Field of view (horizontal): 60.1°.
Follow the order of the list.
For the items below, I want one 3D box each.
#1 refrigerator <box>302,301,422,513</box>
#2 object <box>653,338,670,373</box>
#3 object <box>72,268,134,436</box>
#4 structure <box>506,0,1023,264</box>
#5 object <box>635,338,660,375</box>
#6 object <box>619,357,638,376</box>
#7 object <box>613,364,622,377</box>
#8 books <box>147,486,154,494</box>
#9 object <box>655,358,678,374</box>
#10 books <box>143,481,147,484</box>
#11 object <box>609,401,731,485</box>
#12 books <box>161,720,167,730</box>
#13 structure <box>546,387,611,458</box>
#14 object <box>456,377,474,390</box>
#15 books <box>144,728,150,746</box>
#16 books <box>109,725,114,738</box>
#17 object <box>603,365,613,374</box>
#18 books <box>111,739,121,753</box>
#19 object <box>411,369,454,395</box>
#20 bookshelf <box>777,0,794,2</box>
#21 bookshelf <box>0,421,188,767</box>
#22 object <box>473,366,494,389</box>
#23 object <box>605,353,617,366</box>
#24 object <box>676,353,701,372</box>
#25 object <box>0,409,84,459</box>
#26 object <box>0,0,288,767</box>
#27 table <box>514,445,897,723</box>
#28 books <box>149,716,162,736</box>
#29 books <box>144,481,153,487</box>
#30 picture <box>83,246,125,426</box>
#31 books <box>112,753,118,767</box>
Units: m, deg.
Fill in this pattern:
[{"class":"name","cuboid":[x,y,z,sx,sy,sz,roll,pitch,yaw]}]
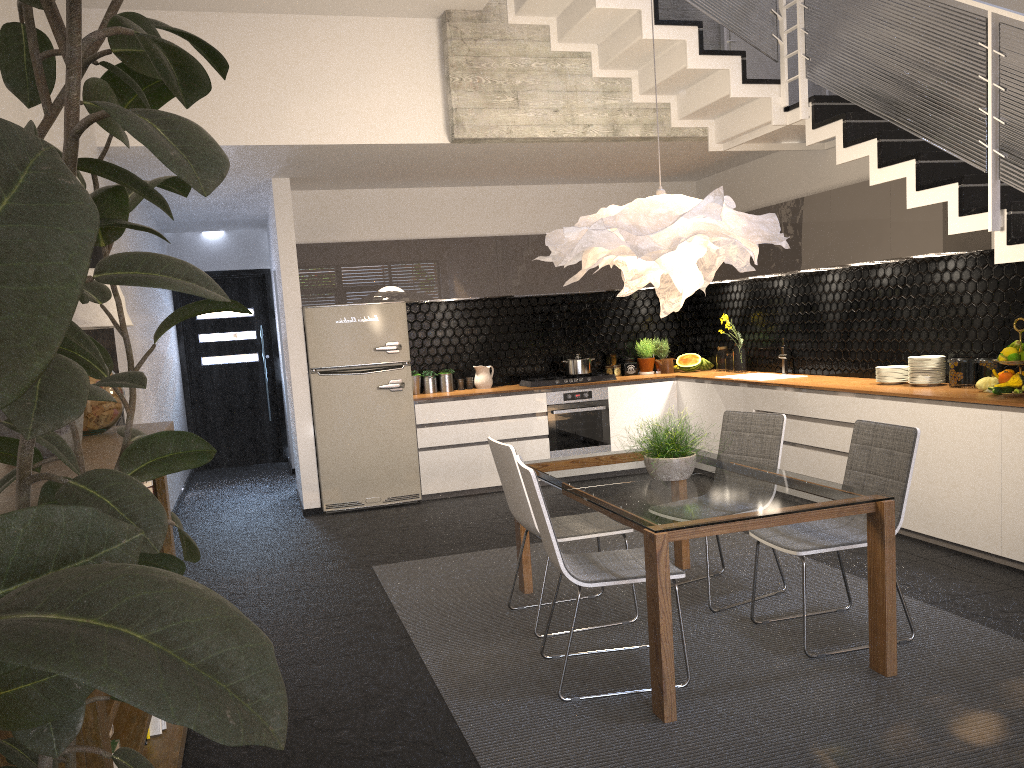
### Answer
[{"class":"refrigerator","cuboid":[-1.302,0.184,7.601,0.828,1.722,0.766,-6,7,-16]},{"class":"object","cuboid":[1.460,-0.298,8.625,0.169,0.381,0.183,-1,7,21]},{"class":"object","cuboid":[-1.556,-0.106,3.177,0.389,0.586,0.387,2,8,43]},{"class":"structure","cuboid":[0.665,-3.085,4.730,4.228,8.361,8.424,-6,6,-16]},{"class":"object","cuboid":[1.320,-0.275,8.606,0.244,0.356,0.233,-5,6,-12]},{"class":"object","cuboid":[1.130,-0.170,8.605,0.141,0.175,0.141,-6,6,-16]},{"class":"object","cuboid":[1.013,-0.129,8.581,0.083,0.114,0.082,-5,6,-6]},{"class":"books","cuboid":[-1.496,0.414,3.323,0.225,0.029,0.178,-2,4,26]},{"class":"object","cuboid":[1.492,-0.173,8.532,0.209,0.141,0.123,-2,6,18]},{"class":"books","cuboid":[-1.512,0.371,3.292,0.243,0.024,0.174,-2,5,29]},{"class":"object","cuboid":[0.701,0.265,4.051,0.530,0.369,0.665,-6,5,-21]},{"class":"books","cuboid":[-1.356,1.143,3.215,0.174,0.236,0.100,-6,7,-16]},{"class":"structure","cuboid":[0.532,0.333,8.202,0.587,0.592,0.581,-5,6,-16]},{"class":"object","cuboid":[-0.433,-0.003,8.177,0.160,0.111,0.077,-5,6,-11]},{"class":"books","cuboid":[-1.362,1.178,3.125,0.146,0.184,0.146,-5,6,-13]},{"class":"books","cuboid":[-1.199,0.959,2.326,0.243,0.024,0.174,-5,4,-9]},{"class":"object","cuboid":[0.928,-0.122,8.561,0.082,0.114,0.082,-6,6,-16]},{"class":"books","cuboid":[-1.178,1.010,2.332,0.243,0.034,0.179,-5,4,-14]},{"class":"object","cuboid":[-0.748,-0.026,8.042,0.481,0.222,0.172,-5,6,-19]},{"class":"bookshelf","cuboid":[1.706,-3.437,6.782,0.971,1.114,0.441,-5,7,-16]},{"class":"bookshelf","cuboid":[-1.265,0.795,2.651,0.450,1.179,1.911,-6,5,-16]},{"class":"object","cuboid":[-0.258,-0.066,8.186,0.190,0.216,0.170,-4,6,-3]},{"class":"object","cuboid":[0.957,-0.236,8.544,0.082,0.114,0.082,-8,7,-36]},{"class":"object","cuboid":[1.697,-0.203,8.500,0.236,0.175,0.216,-3,5,13]},{"class":"object","cuboid":[-1.398,0.009,2.590,0.384,0.415,0.275,-8,7,-38]},{"class":"object","cuboid":[-0.681,-0.167,1.228,0.904,3.220,2.008,-9,8,-38]},{"class":"table","cuboid":[0.747,0.785,4.130,0.996,0.719,1.792,-5,5,-16]},{"class":"books","cuboid":[-1.345,1.164,3.179,0.155,0.195,0.104,-6,7,-16]},{"class":"books","cuboid":[-1.504,0.391,3.315,0.244,0.019,0.173,-3,4,9]},{"class":"picture","cuboid":[-2.162,0.040,4.661,0.033,2.041,1.227,-6,6,-16]},{"class":"books","cuboid":[-1.047,0.954,2.096,0.218,0.013,0.303,-5,4,-12]}]
